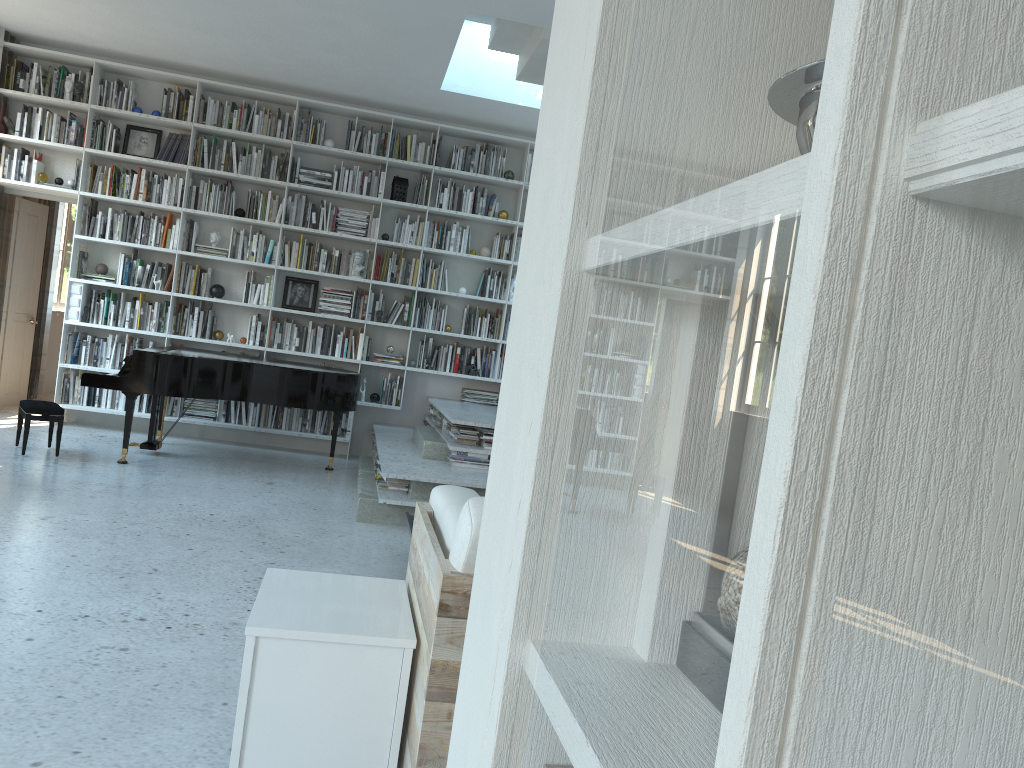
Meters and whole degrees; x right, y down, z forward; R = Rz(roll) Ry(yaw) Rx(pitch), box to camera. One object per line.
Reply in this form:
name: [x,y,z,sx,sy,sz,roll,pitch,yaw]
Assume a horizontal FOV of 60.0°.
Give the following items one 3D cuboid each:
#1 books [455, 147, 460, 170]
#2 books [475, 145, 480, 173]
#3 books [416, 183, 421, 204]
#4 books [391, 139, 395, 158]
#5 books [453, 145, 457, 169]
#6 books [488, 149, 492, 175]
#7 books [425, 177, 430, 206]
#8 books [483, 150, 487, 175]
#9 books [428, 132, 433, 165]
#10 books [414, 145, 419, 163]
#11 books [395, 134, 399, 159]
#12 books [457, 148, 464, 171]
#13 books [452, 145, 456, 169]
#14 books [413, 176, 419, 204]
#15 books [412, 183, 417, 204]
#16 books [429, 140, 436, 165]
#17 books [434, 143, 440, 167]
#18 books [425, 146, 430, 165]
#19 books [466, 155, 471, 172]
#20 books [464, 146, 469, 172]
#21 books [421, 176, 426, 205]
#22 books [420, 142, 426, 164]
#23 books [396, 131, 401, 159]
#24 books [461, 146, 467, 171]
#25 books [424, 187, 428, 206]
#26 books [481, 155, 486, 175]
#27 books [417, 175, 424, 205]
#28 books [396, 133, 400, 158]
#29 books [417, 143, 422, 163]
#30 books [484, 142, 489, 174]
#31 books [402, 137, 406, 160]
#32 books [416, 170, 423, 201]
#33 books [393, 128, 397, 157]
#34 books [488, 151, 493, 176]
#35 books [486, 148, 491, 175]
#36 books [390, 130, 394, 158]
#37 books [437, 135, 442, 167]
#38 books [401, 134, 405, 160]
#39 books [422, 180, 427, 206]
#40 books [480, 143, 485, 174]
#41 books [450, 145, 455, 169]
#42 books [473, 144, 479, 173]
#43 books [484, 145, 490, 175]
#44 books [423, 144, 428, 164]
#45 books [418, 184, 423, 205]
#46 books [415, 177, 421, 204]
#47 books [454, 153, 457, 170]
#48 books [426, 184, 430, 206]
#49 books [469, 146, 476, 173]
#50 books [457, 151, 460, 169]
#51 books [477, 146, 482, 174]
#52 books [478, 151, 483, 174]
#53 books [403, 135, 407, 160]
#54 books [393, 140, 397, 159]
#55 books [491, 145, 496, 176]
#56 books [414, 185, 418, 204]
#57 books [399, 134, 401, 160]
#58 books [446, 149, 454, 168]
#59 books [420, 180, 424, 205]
books: [-0.517,-2.069,8.243,0.013,0.229,0.173,8,2,-10]
books: [-0.334,-2.078,8.302,0.017,0.295,0.138,8,3,-10]
books: [-0.872,-1.742,8.220,0.024,0.217,0.168,8,2,-10]
books: [-1.102,-2.137,8.160,0.016,0.204,0.143,8,3,-10]
books: [-0.540,-2.086,8.261,0.012,0.255,0.133,8,3,-10]
books: [-0.220,-2.052,8.310,0.008,0.275,0.163,8,3,-10]
books: [-0.791,-1.770,8.240,0.005,0.292,0.130,8,3,-10]
books: [-0.268,-2.046,8.296,0.008,0.251,0.170,8,3,-10]
books: [-0.763,-2.154,8.221,0.012,0.330,0.128,8,3,-10]
books: [-0.885,-2.094,8.176,0.022,0.180,0.172,8,2,-10]
books: [-1.060,-2.148,8.130,0.007,0.239,0.191,8,2,-10]
books: [-0.490,-2.064,8.262,0.028,0.226,0.163,8,3,-10]
books: [-0.550,-2.081,8.250,0.011,0.244,0.172,8,3,-10]
books: [-0.892,-1.772,8.185,0.021,0.272,0.190,8,3,-10]
books: [-0.910,-1.746,8.217,0.019,0.214,0.155,8,3,-10]
books: [-0.743,-2.111,8.194,0.029,0.253,0.186,8,2,-10]
books: [-0.704,-2.095,8.211,0.033,0.229,0.175,8,2,-10]
books: [-0.786,-2.088,8.204,0.022,0.194,0.181,8,2,-10]
books: [-0.416,-2.037,8.296,0.031,0.190,0.132,8,3,-10]
books: [-0.434,-2.072,8.273,0.021,0.256,0.168,8,3,-10]
books: [-0.830,-1.774,8.241,0.013,0.289,0.131,8,3,-10]
books: [-0.833,-2.104,8.181,0.031,0.213,0.169,8,2,-10]
books: [-1.049,-2.167,8.157,0.007,0.279,0.150,8,3,-10]
books: [-0.459,-2.075,8.266,0.030,0.255,0.161,8,3,-10]
books: [-0.810,-1.727,8.252,0.015,0.201,0.130,8,3,-10]
books: [-0.282,-2.022,8.280,0.018,0.201,0.188,8,2,-10]
books: [-0.854,-1.775,8.199,0.021,0.288,0.179,8,3,-10]
books: [-1.054,-2.158,8.145,0.006,0.260,0.165,8,3,-10]
books: [-0.861,-2.102,8.180,0.024,0.202,0.180,8,2,-10]
books: [-0.255,-2.084,8.295,0.007,0.329,0.183,8,3,-10]
books: [-0.997,-2.137,8.149,0.015,0.234,0.171,8,3,-10]
books: [-0.869,-1.804,8.216,0.025,0.339,0.142,8,3,-10]
books: [-1.081,-2.181,8.143,0.007,0.298,0.181,8,3,-10]
books: [-0.206,-2.039,8.313,0.024,0.252,0.149,8,3,-10]
books: [-0.231,-2.056,8.312,0.012,0.280,0.144,8,3,-10]
books: [-1.104,-2.174,8.135,0.008,0.279,0.170,8,3,-10]
books: [-0.677,-2.128,8.204,0.019,0.304,0.175,8,3,-10]
books: [-1.009,-2.153,8.164,0.008,0.262,0.142,8,3,-10]
books: [-0.812,-1.749,8.203,0.013,0.248,0.186,8,2,-10]
books: [-0.288,-2.080,8.291,0.006,0.312,0.178,8,3,-10]
books: [-0.558,-2.082,8.239,0.009,0.244,0.173,8,3,-10]
books: [-0.352,-2.079,8.287,0.024,0.292,0.167,8,3,-10]
books: [-0.244,-2.067,8.281,0.015,0.299,0.183,8,3,-10]
books: [-0.810,-2.096,8.207,0.025,0.203,0.162,8,2,-10]
books: [-0.850,-1.736,8.222,0.013,0.211,0.139,8,3,-10]
books: [-0.879,-1.771,8.201,0.022,0.272,0.181,8,3,-10]
books: [-0.533,-2.048,8.255,0.009,0.183,0.160,8,2,-10]
books: [-0.784,-1.728,8.210,0.008,0.214,0.223,8,2,-10]
books: [-0.376,-2.064,8.260,0.028,0.258,0.184,8,3,-10]
books: [-0.513,-2.057,8.273,0.009,0.206,0.146,8,3,-10]
books: [-0.317,-2.070,8.300,0.007,0.285,0.159,8,3,-10]
books: [-0.305,-2.041,8.285,0.018,0.231,0.160,8,3,-10]
books: [-0.991,-2.152,8.185,0.007,0.264,0.133,8,3,-10]
books: [-1.078,-2.128,8.154,0.015,0.193,0.160,8,2,-10]
books: [-0.185,-2.063,8.306,0.008,0.307,0.182,8,3,-10]
books: [-0.899,-1.737,8.227,0.022,0.199,0.143,8,3,-10]
books: [-1.029,-2.155,8.152,0.034,0.261,0.157,8,3,-10]
books: [-0.586,-2.066,8.229,0.046,0.206,0.183,8,2,-10]
books: [-0.836,-1.756,8.213,0.005,0.255,0.158,8,3,-10]
